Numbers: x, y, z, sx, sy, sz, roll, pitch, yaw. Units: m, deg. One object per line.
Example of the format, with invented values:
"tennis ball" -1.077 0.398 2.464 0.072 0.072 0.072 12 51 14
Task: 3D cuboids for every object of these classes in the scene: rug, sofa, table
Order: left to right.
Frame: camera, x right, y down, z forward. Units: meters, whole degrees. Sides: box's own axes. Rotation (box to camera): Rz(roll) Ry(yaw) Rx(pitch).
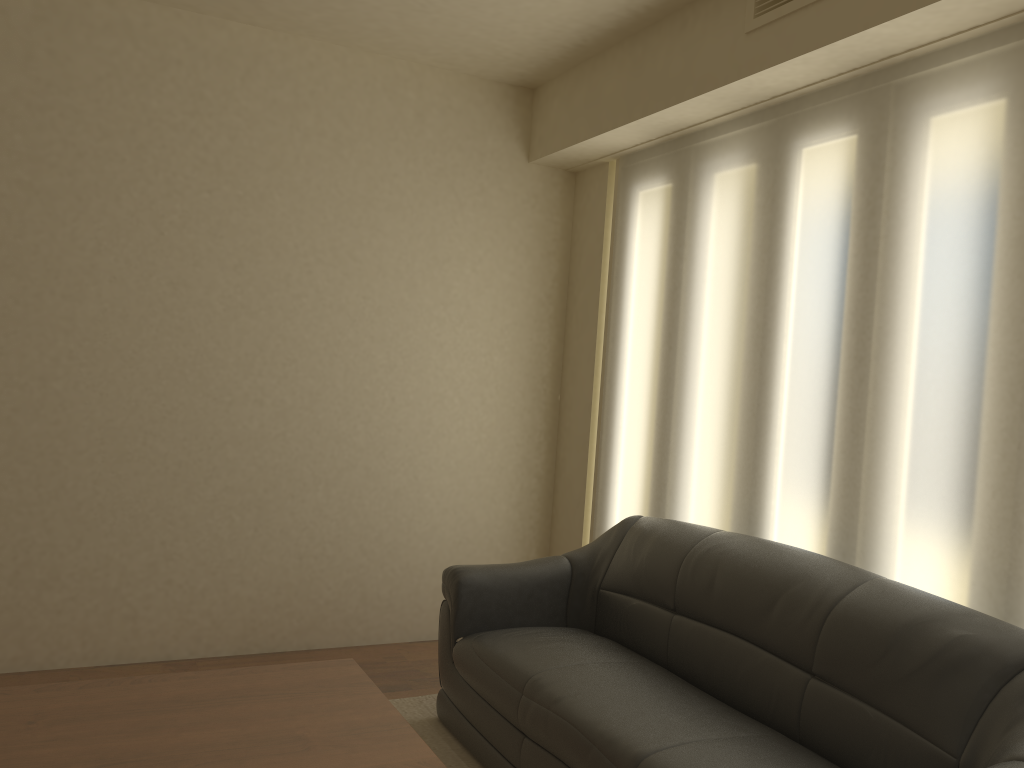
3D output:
"table" -0.744 1.141 2.151 1.045 0.482 1.213 4 1 -26
"rug" -0.442 1.406 1.901 2.482 0.011 3.592 4 1 -26
"sofa" 0.590 0.994 2.870 0.944 0.918 2.337 4 1 -26

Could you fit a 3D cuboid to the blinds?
"blinds" 1.090 0.118 3.290 0.002 2.453 2.830 4 1 -26
